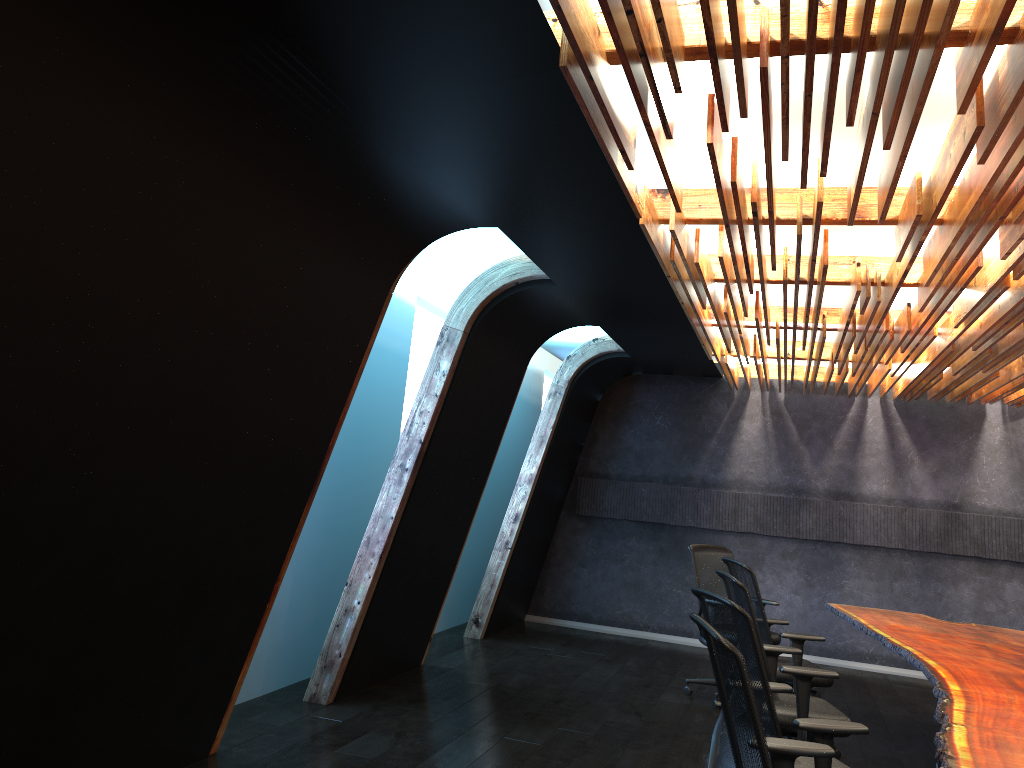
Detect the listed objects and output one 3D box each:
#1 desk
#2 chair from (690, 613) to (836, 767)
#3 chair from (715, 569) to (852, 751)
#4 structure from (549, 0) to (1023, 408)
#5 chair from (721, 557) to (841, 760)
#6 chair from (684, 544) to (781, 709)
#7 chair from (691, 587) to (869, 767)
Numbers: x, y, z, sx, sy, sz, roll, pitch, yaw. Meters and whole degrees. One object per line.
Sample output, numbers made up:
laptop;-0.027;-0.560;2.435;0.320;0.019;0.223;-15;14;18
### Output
desk;2.817;2.012;4.513;2.039;0.836;6.499;3;-7;18
chair;0.957;1.425;2.725;0.797;1.269;0.792;5;-12;2
chair;1.537;1.716;4.829;0.797;1.269;0.792;5;-12;2
structure;2.962;0.732;4.312;4.535;3.062;11.196;3;-7;18
chair;1.883;1.888;6.069;0.796;1.269;0.793;6;-12;-3
chair;1.940;2.052;7.491;0.803;1.269;0.786;14;-15;-37
chair;1.188;1.558;3.714;0.794;1.269;0.795;7;-12;-7
